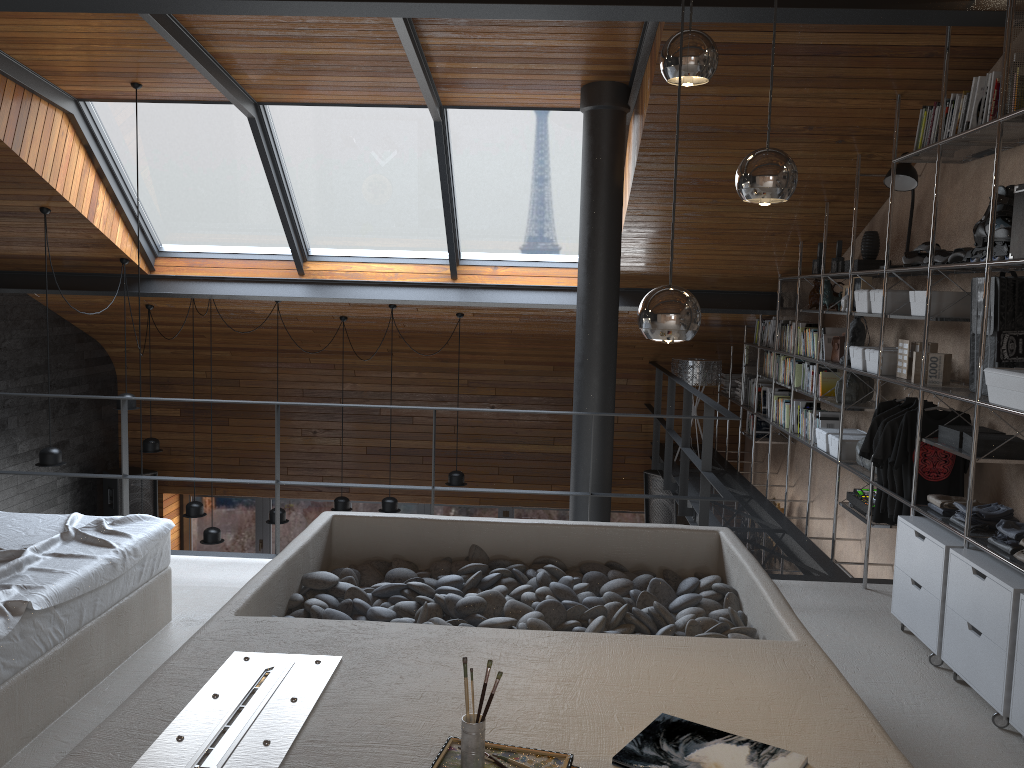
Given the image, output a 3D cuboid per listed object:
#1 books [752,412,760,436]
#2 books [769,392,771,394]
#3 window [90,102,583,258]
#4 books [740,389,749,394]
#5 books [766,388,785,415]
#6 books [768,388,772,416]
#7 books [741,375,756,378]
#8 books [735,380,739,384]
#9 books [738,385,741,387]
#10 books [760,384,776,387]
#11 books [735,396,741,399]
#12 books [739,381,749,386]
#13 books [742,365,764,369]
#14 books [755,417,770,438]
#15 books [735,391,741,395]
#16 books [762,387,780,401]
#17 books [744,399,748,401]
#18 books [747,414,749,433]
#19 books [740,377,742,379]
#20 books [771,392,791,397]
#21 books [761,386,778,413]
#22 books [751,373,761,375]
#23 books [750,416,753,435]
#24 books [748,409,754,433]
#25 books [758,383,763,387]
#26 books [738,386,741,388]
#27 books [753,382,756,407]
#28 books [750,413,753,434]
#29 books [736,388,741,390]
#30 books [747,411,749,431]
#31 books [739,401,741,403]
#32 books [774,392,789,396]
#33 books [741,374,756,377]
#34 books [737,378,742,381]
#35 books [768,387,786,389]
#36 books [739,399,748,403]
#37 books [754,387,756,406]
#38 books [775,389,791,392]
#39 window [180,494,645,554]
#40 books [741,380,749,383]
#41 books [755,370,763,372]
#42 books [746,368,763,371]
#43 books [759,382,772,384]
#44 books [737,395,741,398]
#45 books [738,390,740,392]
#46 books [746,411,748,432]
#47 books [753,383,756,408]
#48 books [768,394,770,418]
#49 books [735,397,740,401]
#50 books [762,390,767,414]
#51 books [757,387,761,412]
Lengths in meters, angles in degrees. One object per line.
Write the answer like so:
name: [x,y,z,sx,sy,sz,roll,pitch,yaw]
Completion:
books: [2.251,0.363,8.012,0.155,0.215,0.055,2,6,2]
books: [2.241,0.172,7.434,0.171,0.218,0.047,2,6,2]
window: [-1.143,-1.579,6.942,3.818,1.031,1.213,2,6,2]
books: [2.288,0.078,8.353,0.258,0.028,0.180,2,6,8]
books: [2.251,0.151,7.578,0.148,0.232,0.053,2,6,2]
books: [2.250,0.156,7.530,0.148,0.232,0.053,2,6,2]
books: [2.283,-0.063,8.353,0.208,0.017,0.167,2,6,2]
books: [2.323,-0.019,8.635,0.268,0.025,0.176,2,6,2]
books: [2.331,0.021,8.646,0.206,0.012,0.161,1,6,-8]
books: [2.241,0.122,7.784,0.131,0.247,0.018,2,6,2]
books: [2.320,0.135,8.647,0.234,0.016,0.182,1,6,-3]
books: [2.291,-0.002,8.345,0.288,0.025,0.175,2,6,8]
books: [2.306,-0.159,8.357,0.228,0.016,0.182,2,6,2]
books: [2.234,0.387,7.894,0.138,0.191,0.049,2,6,2]
books: [2.320,0.092,8.647,0.240,0.028,0.180,1,6,-8]
books: [2.233,0.144,7.642,0.148,0.232,0.053,2,6,2]
books: [2.290,0.146,8.360,0.239,0.021,0.174,2,6,8]
books: [2.239,0.367,8.189,0.119,0.172,0.014,2,6,2]
books: [2.337,-0.051,8.637,0.206,0.012,0.161,2,6,2]
books: [2.230,0.178,7.356,0.161,0.222,0.055,2,6,2]
books: [2.235,0.137,7.702,0.143,0.235,0.055,2,6,2]
books: [2.316,-0.098,8.335,0.234,0.028,0.180,2,6,2]
books: [2.228,0.377,8.058,0.112,0.177,0.009,2,6,2]
books: [2.258,0.346,8.150,0.161,0.223,0.017,2,6,2]
books: [2.263,0.113,7.937,0.148,0.234,0.013,2,6,2]
books: [2.337,0.038,8.639,0.213,0.017,0.167,1,6,-3]
books: [2.256,0.105,8.017,0.148,0.234,0.013,2,6,2]
books: [2.226,0.366,8.066,0.111,0.198,0.008,2,6,2]
books: [2.327,0.055,8.627,0.234,0.016,0.182,1,6,-8]
books: [2.245,0.351,8.200,0.127,0.201,0.011,2,6,2]
books: [2.284,0.179,8.376,0.252,0.016,0.182,2,6,8]
books: [2.207,0.182,7.284,0.122,0.230,0.057,2,6,2]
books: [2.292,-0.077,8.337,0.228,0.016,0.182,2,6,2]
books: [2.321,-0.039,8.643,0.231,0.012,0.159,2,6,7]
books: [2.270,0.148,7.608,0.143,0.236,0.062,2,6,2]
books: [2.287,0.165,8.358,0.247,0.016,0.182,2,6,2]
books: [2.257,0.125,7.991,0.143,0.199,0.019,2,6,2]
books: [2.279,0.161,7.494,0.148,0.232,0.053,2,6,2]
window: [-1.041,1.997,10.456,5.936,1.521,0.101,2,6,2]
books: [2.291,-0.022,8.353,0.254,0.012,0.158,3,6,14]
books: [2.297,-0.124,8.350,0.216,0.021,0.174,2,6,2]
books: [2.299,-0.143,8.348,0.228,0.016,0.182,2,6,2]
books: [2.268,0.107,7.968,0.146,0.240,0.023,2,6,2]
books: [2.323,0.116,8.650,0.221,0.021,0.174,2,6,2]
books: [2.327,0.071,8.629,0.234,0.016,0.182,2,6,7]
books: [2.238,0.350,8.212,0.127,0.201,0.011,2,6,2]
books: [2.260,0.106,8.004,0.148,0.234,0.013,2,6,2]
books: [2.211,0.183,7.415,0.127,0.200,0.046,2,6,2]
books: [2.315,0.149,8.665,0.234,0.016,0.182,2,6,2]
books: [2.230,0.160,7.626,0.148,0.206,0.053,2,6,2]
books: [2.219,0.138,7.769,0.137,0.215,0.014,2,6,2]
